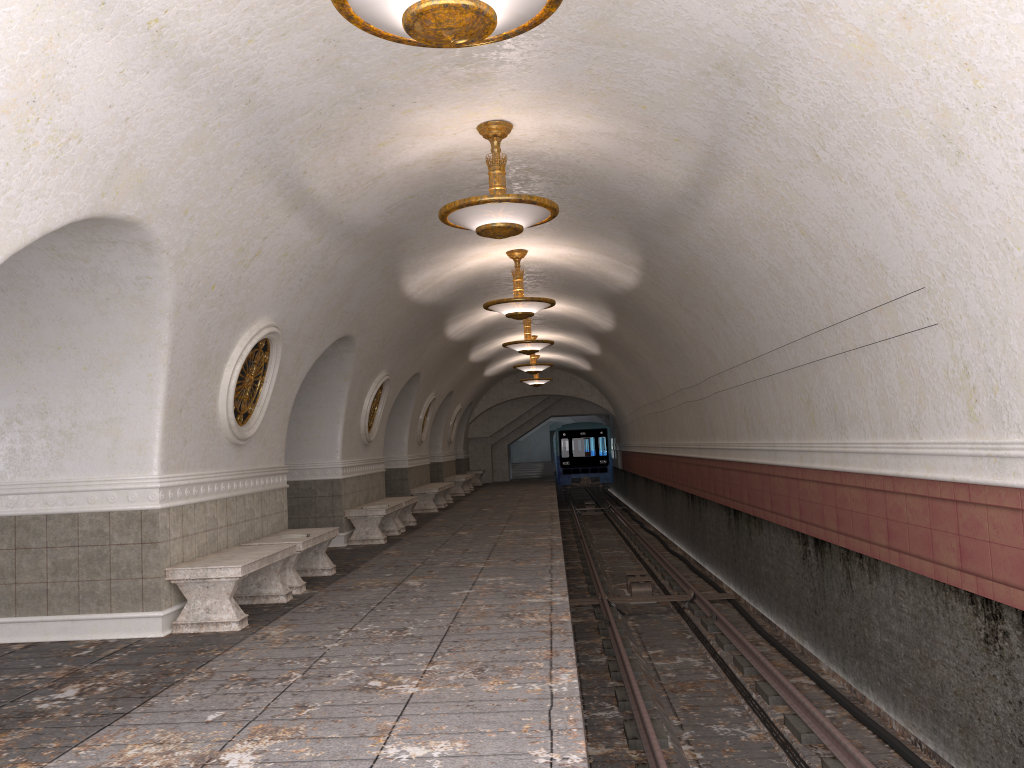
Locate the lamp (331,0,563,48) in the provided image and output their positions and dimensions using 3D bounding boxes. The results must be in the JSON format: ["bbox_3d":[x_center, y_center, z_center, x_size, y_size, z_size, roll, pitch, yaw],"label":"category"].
[{"bbox_3d":[-0.282,-1.928,3.778,1.008,0.955,1.008,1,-5,-42],"label":"lamp"}]

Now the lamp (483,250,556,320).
[{"bbox_3d":[0.089,-1.353,12.267,1.008,0.955,1.008,-2,-4,-14],"label":"lamp"}]

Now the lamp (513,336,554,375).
[{"bbox_3d":[0.510,-0.701,21.894,1.008,0.955,1.008,-4,-4,18],"label":"lamp"}]

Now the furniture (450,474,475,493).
[{"bbox_3d":[-1.497,3.052,27.219,0.613,0.508,1.509,-3,-4,2],"label":"furniture"}]

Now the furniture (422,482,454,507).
[{"bbox_3d":[-1.757,2.649,21.276,0.613,0.508,1.509,-3,-4,2],"label":"furniture"}]

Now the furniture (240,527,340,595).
[{"bbox_3d":[-2.281,1.837,9.285,0.613,0.508,1.509,-3,-4,2],"label":"furniture"}]

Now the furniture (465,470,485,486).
[{"bbox_3d":[-1.296,3.364,31.825,0.613,0.508,1.509,-3,-4,2],"label":"furniture"}]

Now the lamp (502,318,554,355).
[{"bbox_3d":[0.300,-1.027,17.081,1.008,0.955,1.008,-4,-4,18],"label":"lamp"}]

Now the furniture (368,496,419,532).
[{"bbox_3d":[-2.019,2.243,15.274,0.613,0.508,1.509,-3,-4,2],"label":"furniture"}]

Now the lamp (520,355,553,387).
[{"bbox_3d":[0.721,-0.375,26.708,1.008,0.955,1.008,1,-5,-42],"label":"lamp"}]

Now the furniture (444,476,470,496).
[{"bbox_3d":[-1.570,2.938,25.543,0.613,0.508,1.509,-3,-4,2],"label":"furniture"}]

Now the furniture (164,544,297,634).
[{"bbox_3d":[-2.354,1.723,7.609,0.613,0.508,1.509,-3,-4,2],"label":"furniture"}]

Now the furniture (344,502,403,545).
[{"bbox_3d":[-2.093,2.129,13.598,0.613,0.508,1.509,-3,-4,2],"label":"furniture"}]

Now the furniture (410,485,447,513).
[{"bbox_3d":[-1.830,2.536,19.600,0.613,0.508,1.509,-3,-4,2],"label":"furniture"}]

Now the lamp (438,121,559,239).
[{"bbox_3d":[-0.122,-1.682,7.420,1.008,0.955,1.008,-2,-4,-14],"label":"lamp"}]
